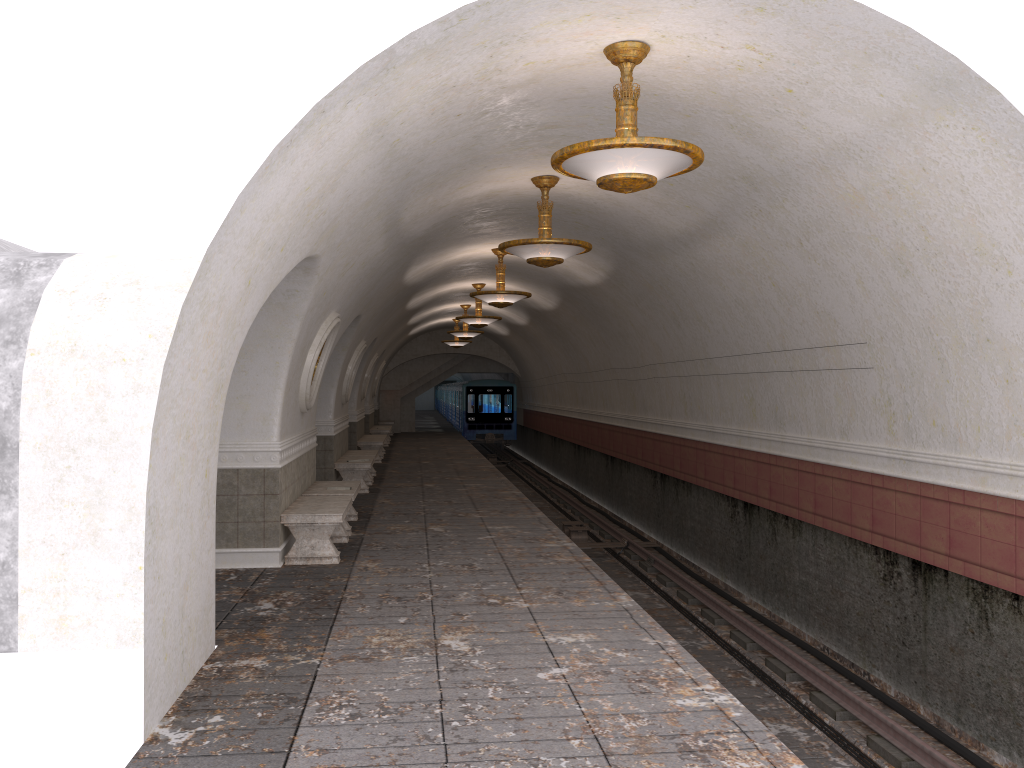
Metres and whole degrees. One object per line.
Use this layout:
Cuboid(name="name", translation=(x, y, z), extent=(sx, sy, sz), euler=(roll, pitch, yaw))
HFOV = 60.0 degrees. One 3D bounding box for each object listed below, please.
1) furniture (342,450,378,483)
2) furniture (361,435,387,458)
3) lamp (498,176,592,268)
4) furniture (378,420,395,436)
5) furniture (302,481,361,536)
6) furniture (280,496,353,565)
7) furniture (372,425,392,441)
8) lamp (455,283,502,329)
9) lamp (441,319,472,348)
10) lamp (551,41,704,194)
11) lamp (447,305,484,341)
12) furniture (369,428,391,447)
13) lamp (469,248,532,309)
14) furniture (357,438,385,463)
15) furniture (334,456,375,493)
Cuboid(name="furniture", translation=(-2.927, 1.588, 17.192), extent=(0.613, 0.508, 1.509), euler=(0, 0, -6))
Cuboid(name="furniture", translation=(-3.594, 1.617, 23.176), extent=(0.613, 0.508, 1.509), euler=(0, 0, -6))
Cuboid(name="lamp", translation=(0.355, -1.722, 9.514), extent=(1.008, 0.955, 1.008), euler=(0, 0, -22))
Cuboid(name="furniture", translation=(-4.767, 1.668, 33.694), extent=(0.613, 0.508, 1.509), euler=(0, 0, -6))
Cuboid(name="furniture", translation=(-2.261, 1.559, 11.220), extent=(0.613, 0.508, 1.509), euler=(0, 0, -6))
Cuboid(name="furniture", translation=(-2.074, 1.550, 9.549), extent=(0.613, 0.508, 1.509), euler=(0, 0, -6))
Cuboid(name="furniture", translation=(-4.255, 1.646, 29.102), extent=(0.613, 0.508, 1.509), euler=(0, 0, -6))
Cuboid(name="lamp", translation=(-0.719, -1.675, 19.146), extent=(1.008, 0.955, 1.008), euler=(0, 0, 10))
Cuboid(name="lamp", translation=(-1.789, -1.628, 28.745), extent=(1.008, 0.955, 1.008), euler=(0, 0, 40))
Cuboid(name="lamp", translation=(0.760, -1.739, 5.882), extent=(1.008, 0.955, 1.008), euler=(0, 0, 40))
Cuboid(name="lamp", translation=(-1.254, -1.651, 23.945), extent=(1.008, 0.955, 1.008), euler=(0, 0, 10))
Cuboid(name="furniture", translation=(-4.068, 1.638, 27.431), extent=(0.613, 0.508, 1.509), euler=(0, 0, -6))
Cuboid(name="lamp", translation=(-0.184, -1.698, 14.346), extent=(1.008, 0.955, 1.008), euler=(0, 0, -22))
Cuboid(name="furniture", translation=(-3.407, 1.609, 21.505), extent=(0.613, 0.508, 1.509), euler=(0, 0, -6))
Cuboid(name="furniture", translation=(-2.740, 1.580, 15.521), extent=(0.613, 0.508, 1.509), euler=(0, 0, -6))
